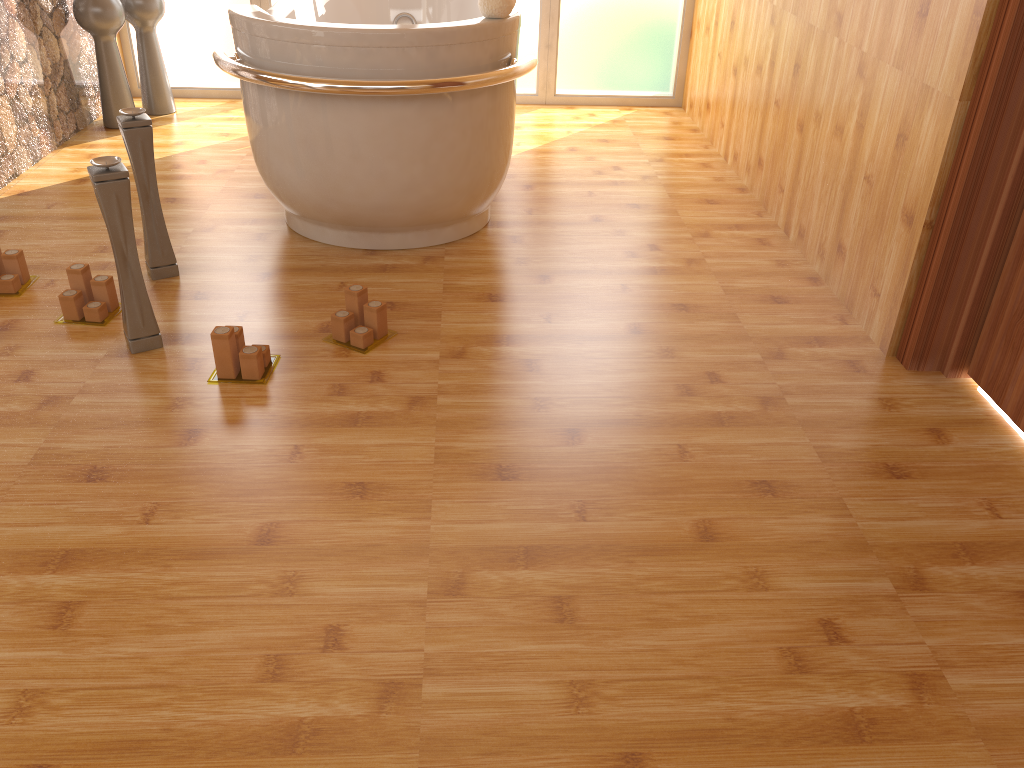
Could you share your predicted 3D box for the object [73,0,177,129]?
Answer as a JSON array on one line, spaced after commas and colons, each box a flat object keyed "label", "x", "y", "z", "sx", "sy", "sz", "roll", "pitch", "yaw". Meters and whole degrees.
[{"label": "object", "x": -1.627, "y": -1.738, "z": 3.848, "sx": 0.284, "sy": 1.112, "sz": 0.655, "roll": 11, "pitch": 32, "yaw": 15}]

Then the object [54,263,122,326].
[{"label": "object", "x": -1.135, "y": -0.248, "z": 2.370, "sx": 0.141, "sy": 0.131, "sz": 0.141, "roll": 4, "pitch": 31, "yaw": 4}]

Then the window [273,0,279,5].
[{"label": "window", "x": -0.831, "y": -2.298, "z": 3.960, "sx": 0.587, "sy": 1.900, "sz": 0.010, "roll": 0, "pitch": 31, "yaw": -3}]

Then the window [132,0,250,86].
[{"label": "window", "x": -1.514, "y": -2.299, "z": 3.924, "sx": 0.581, "sy": 1.900, "sz": 0.010, "roll": 0, "pitch": 31, "yaw": -3}]

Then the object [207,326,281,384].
[{"label": "object", "x": -0.653, "y": -0.092, "z": 2.141, "sx": 0.141, "sy": 0.131, "sz": 0.141, "roll": 2, "pitch": 31, "yaw": 0}]

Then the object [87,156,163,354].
[{"label": "object", "x": -1.827, "y": -1.256, "z": 2.267, "sx": 2.276, "sy": 1.921, "sz": 0.347, "roll": 25, "pitch": 38, "yaw": 32}]

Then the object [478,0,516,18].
[{"label": "object", "x": -0.043, "y": -1.102, "z": 2.559, "sx": 0.105, "sy": 0.077, "sz": 0.166, "roll": 4, "pitch": 31, "yaw": 4}]

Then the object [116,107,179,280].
[{"label": "object", "x": -1.028, "y": -0.532, "z": 2.509, "sx": 0.080, "sy": 0.478, "sz": 0.080, "roll": -16, "pitch": 36, "yaw": -27}]

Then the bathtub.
[{"label": "bathtub", "x": -0.410, "y": -1.196, "z": 3.225, "sx": 0.977, "sy": 0.900, "sz": 1.946, "roll": 1, "pitch": 31, "yaw": -1}]

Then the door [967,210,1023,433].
[{"label": "door", "x": 1.177, "y": -0.673, "z": 1.358, "sx": 0.106, "sy": 2.001, "sz": 0.823, "roll": 0, "pitch": 31, "yaw": -4}]

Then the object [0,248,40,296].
[{"label": "object", "x": -1.444, "y": -0.334, "z": 2.495, "sx": 0.141, "sy": 0.131, "sz": 0.141, "roll": 0, "pitch": 31, "yaw": -3}]

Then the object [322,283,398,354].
[{"label": "object", "x": -0.397, "y": -0.180, "z": 2.299, "sx": 0.141, "sy": 0.131, "sz": 0.141, "roll": 18, "pitch": 35, "yaw": 25}]

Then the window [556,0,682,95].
[{"label": "window", "x": 0.545, "y": -2.296, "z": 4.033, "sx": 0.596, "sy": 1.900, "sz": 0.010, "roll": 0, "pitch": 31, "yaw": -3}]

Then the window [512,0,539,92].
[{"label": "window", "x": -0.146, "y": -2.297, "z": 3.997, "sx": 0.587, "sy": 1.900, "sz": 0.010, "roll": 0, "pitch": 31, "yaw": -3}]
